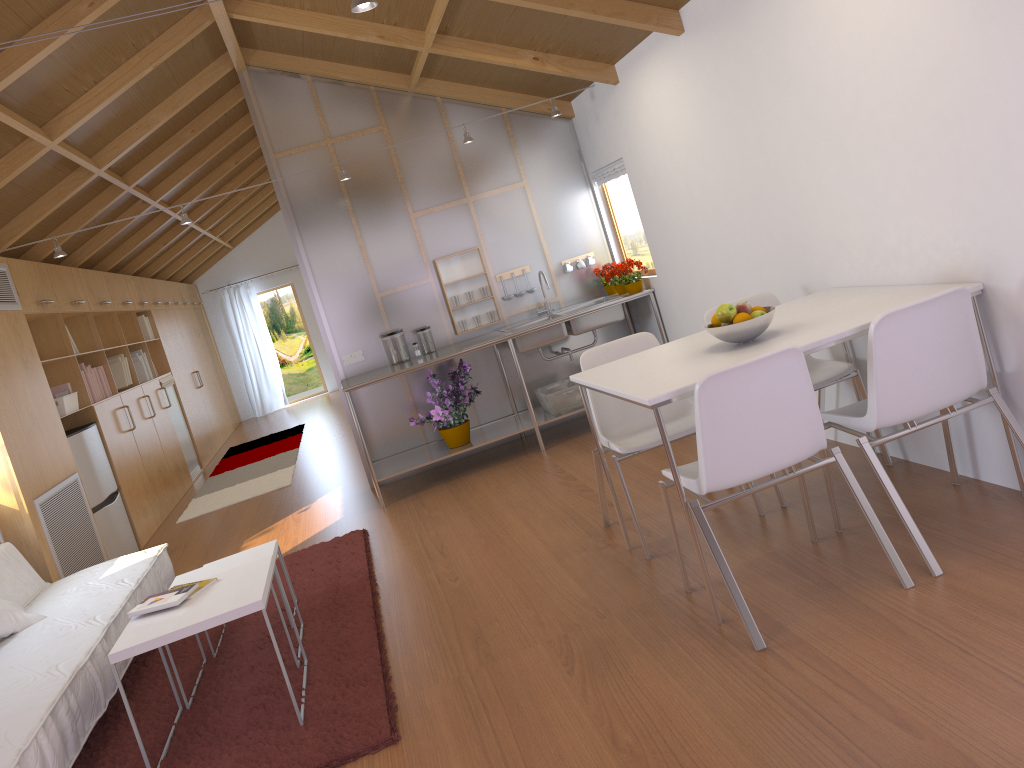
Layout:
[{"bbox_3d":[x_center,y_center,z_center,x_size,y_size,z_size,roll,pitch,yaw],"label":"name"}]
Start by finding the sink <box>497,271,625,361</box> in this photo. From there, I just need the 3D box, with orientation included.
[{"bbox_3d":[0.314,-0.472,6.029,0.813,0.637,0.565,-18,6,-10],"label":"sink"}]

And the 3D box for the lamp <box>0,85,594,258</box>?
[{"bbox_3d":[-1.232,-1.260,5.367,3.845,0.152,0.073,-19,5,-11],"label":"lamp"}]

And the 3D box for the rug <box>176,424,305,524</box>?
[{"bbox_3d":[-2.591,0.797,8.885,0.920,0.011,3.733,-18,8,-9],"label":"rug"}]

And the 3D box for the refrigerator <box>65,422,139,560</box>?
[{"bbox_3d":[-2.836,0.792,5.987,0.263,0.981,0.715,-18,6,-10],"label":"refrigerator"}]

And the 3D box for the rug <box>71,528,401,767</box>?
[{"bbox_3d":[-1.472,1.246,3.655,1.893,0.020,2.488,-18,8,-10],"label":"rug"}]

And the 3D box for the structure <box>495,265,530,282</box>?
[{"bbox_3d":[0.008,-0.782,6.255,0.252,0.051,0.016,-19,5,-11],"label":"structure"}]

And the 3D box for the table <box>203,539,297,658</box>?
[{"bbox_3d":[-1.172,0.938,3.913,0.343,0.307,0.370,-18,7,-10],"label":"table"}]

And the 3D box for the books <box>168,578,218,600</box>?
[{"bbox_3d":[-1.184,0.752,3.184,0.192,0.016,0.154,-14,9,19],"label":"books"}]

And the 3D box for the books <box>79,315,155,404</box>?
[{"bbox_3d":[-3.522,-0.271,7.844,0.189,0.654,3.118,-18,8,-9],"label":"books"}]

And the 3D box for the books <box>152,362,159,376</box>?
[{"bbox_3d":[-3.670,-0.183,8.807,0.176,0.295,0.280,-18,6,-10],"label":"books"}]

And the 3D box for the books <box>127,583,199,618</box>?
[{"bbox_3d":[-1.224,0.759,3.106,0.192,0.016,0.154,-16,8,9],"label":"books"}]

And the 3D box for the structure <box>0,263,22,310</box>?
[{"bbox_3d":[-3.004,-0.563,5.044,0.013,0.299,0.905,-18,8,-9],"label":"structure"}]

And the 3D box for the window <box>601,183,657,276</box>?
[{"bbox_3d":[0.808,-1.120,6.020,0.026,0.790,0.726,-18,6,-9],"label":"window"}]

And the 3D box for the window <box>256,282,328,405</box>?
[{"bbox_3d":[-3.527,-0.587,13.620,0.878,1.776,0.026,-18,4,-11],"label":"window"}]

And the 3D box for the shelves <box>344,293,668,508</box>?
[{"bbox_3d":[-0.001,0.057,5.944,2.101,0.749,0.634,-18,6,-11],"label":"shelves"}]

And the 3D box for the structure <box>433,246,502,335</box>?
[{"bbox_3d":[-0.306,-0.649,6.161,0.329,0.542,0.076,-18,4,-11],"label":"structure"}]

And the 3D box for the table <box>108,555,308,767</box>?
[{"bbox_3d":[-1.019,0.953,3.064,0.487,0.436,0.526,-18,7,-10],"label":"table"}]

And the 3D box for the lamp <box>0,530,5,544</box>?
[{"bbox_3d":[-2.587,0.822,4.501,0.185,1.190,0.253,-20,5,-34],"label":"lamp"}]

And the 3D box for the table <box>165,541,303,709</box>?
[{"bbox_3d":[-1.103,0.938,3.518,0.426,0.381,0.460,-18,7,-10],"label":"table"}]

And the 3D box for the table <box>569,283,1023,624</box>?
[{"bbox_3d":[0.990,0.170,3.236,1.214,0.738,0.901,-18,7,-10],"label":"table"}]

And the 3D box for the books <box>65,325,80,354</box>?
[{"bbox_3d":[-3.294,-0.324,6.404,0.176,0.295,0.280,-18,6,-10],"label":"books"}]

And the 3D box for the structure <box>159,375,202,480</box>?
[{"bbox_3d":[-3.523,0.473,9.071,0.317,1.073,0.727,-18,5,-10],"label":"structure"}]

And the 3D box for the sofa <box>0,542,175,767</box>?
[{"bbox_3d":[-1.967,1.102,3.440,0.866,0.624,2.362,-18,8,-10],"label":"sofa"}]

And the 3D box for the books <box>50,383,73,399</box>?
[{"bbox_3d":[-3.083,0.106,6.045,0.151,0.191,0.088,-18,5,-10],"label":"books"}]

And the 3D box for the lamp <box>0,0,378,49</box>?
[{"bbox_3d":[-0.595,-0.980,2.239,3.845,0.152,0.073,-19,5,-11],"label":"lamp"}]

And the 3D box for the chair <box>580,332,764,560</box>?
[{"bbox_3d":[0.592,0.201,3.685,0.533,0.781,0.548,-18,6,-10],"label":"chair"}]

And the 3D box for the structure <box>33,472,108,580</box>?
[{"bbox_3d":[-2.549,0.932,5.179,0.013,0.717,0.822,-18,6,-9],"label":"structure"}]

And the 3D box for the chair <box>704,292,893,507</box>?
[{"bbox_3d":[1.149,0.015,3.796,0.533,0.781,0.548,-18,6,-10],"label":"chair"}]

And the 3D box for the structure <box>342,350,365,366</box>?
[{"bbox_3d":[-1.085,-0.177,6.043,0.142,0.070,0.011,-18,4,-11],"label":"structure"}]

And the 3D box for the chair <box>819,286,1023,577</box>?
[{"bbox_3d":[1.330,0.094,2.906,0.533,0.781,0.548,-18,6,-10],"label":"chair"}]

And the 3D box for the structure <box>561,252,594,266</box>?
[{"bbox_3d":[0.476,-0.899,6.336,0.252,0.032,0.041,-19,7,-11],"label":"structure"}]

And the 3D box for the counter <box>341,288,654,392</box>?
[{"bbox_3d":[-0.116,-0.317,5.916,2.118,0.021,0.651,-19,8,-11],"label":"counter"}]
